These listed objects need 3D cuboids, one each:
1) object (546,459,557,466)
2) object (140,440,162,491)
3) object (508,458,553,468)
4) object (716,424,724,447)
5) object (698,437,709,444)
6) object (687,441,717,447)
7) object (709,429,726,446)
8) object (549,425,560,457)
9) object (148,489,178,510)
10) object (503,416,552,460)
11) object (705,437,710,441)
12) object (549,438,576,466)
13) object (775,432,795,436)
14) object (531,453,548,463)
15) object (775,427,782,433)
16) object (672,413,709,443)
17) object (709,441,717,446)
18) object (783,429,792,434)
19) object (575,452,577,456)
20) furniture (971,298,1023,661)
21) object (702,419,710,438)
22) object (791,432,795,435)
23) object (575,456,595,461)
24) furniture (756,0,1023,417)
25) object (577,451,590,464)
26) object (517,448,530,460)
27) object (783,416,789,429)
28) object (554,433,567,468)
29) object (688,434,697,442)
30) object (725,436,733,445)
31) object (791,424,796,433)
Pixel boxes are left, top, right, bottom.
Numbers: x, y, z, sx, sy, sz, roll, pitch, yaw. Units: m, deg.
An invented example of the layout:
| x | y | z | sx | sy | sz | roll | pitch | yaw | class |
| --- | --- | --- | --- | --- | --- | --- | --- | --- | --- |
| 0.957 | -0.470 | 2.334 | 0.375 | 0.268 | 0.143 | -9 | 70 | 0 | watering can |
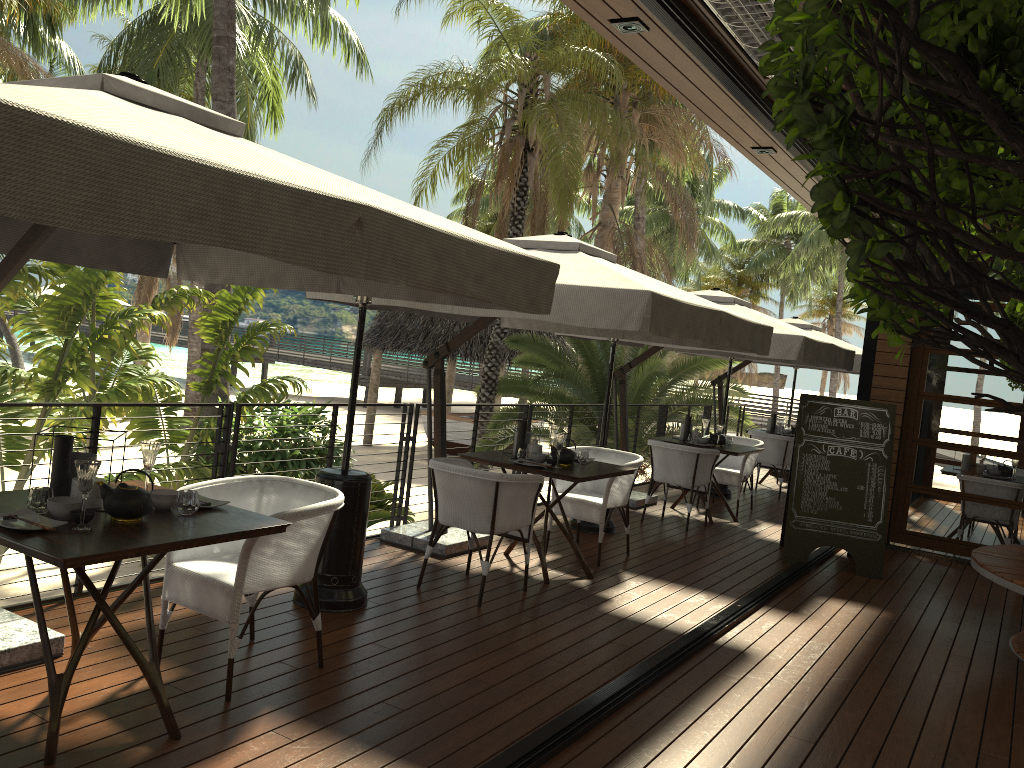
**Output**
| x | y | z | sx | sy | sz | roll | pitch | yaw | class |
| --- | --- | --- | --- | --- | --- | --- | --- | --- | --- |
| 0.264 | 0.525 | 5.900 | 0.080 | 0.042 | 0.080 | 6 | 2 | -8 | object |
| -1.431 | 0.340 | 3.488 | 0.082 | 0.227 | 0.082 | 8 | 2 | 32 | object |
| 0.140 | 0.524 | 5.790 | 0.295 | 0.025 | 0.170 | 8 | 3 | 31 | object |
| 2.037 | 0.508 | 8.726 | 0.082 | 0.227 | 0.082 | 8 | 2 | 32 | object |
| 1.909 | 0.572 | 8.851 | 0.116 | 0.065 | 0.116 | 8 | 3 | 35 | object |
| 1.867 | 0.594 | 8.692 | 0.295 | 0.025 | 0.170 | 8 | 3 | 31 | object |
| 2.084 | 0.530 | 8.956 | 0.168 | 0.179 | 0.163 | 8 | 2 | 29 | object |
| 0.291 | 0.410 | 6.381 | 0.082 | 0.227 | 0.082 | 8 | 2 | 32 | object |
| -1.323 | 0.443 | 3.368 | 0.116 | 0.065 | 0.116 | 8 | 3 | 29 | object |
| 0.106 | 0.382 | 6.205 | 0.263 | 0.264 | 0.264 | 6 | 2 | -14 | object |
| 2.040 | 0.582 | 9.214 | 0.080 | 0.042 | 0.080 | 8 | 2 | 22 | object |
| 0.357 | 0.460 | 6.050 | 0.163 | 0.179 | 0.168 | 8 | 2 | 33 | object |
| 3.611 | 0.665 | 11.621 | 0.295 | 0.025 | 0.170 | 8 | 3 | 31 | object |
| 0.181 | 0.502 | 5.949 | 0.116 | 0.065 | 0.116 | 8 | 3 | 29 | object |
| 3.550 | 0.618 | 11.818 | 0.086 | 0.086 | 0.086 | 8 | 2 | 35 | object |
| 1.834 | 0.452 | 9.107 | 0.263 | 0.264 | 0.264 | 6 | 2 | -14 | object |
| 1.992 | 0.595 | 8.802 | 0.080 | 0.042 | 0.080 | 8 | 2 | 22 | object |
| 3.652 | 0.643 | 11.780 | 0.116 | 0.065 | 0.116 | 8 | 3 | 35 | object |
| 0.399 | 0.513 | 6.261 | 0.116 | 0.065 | 0.116 | 8 | 3 | 29 | object |
| 4.202 | 0.447 | 5.039 | 2.569 | 2.721 | 2.721 | 6 | 2 | -4 | furniture |
| 2.018 | 0.481 | 9.283 | 0.082 | 0.227 | 0.082 | 8 | 2 | 32 | object |
| 3.735 | 0.666 | 11.731 | 0.080 | 0.042 | 0.080 | 7 | 2 | -1 | object |
| 0.436 | 0.530 | 6.421 | 0.295 | 0.025 | 0.170 | 8 | 3 | 31 | object |
| 1.494 | 0.331 | 0.624 | 2.618 | 2.721 | 2.694 | 7 | 2 | 21 | furniture |
| 0.503 | 0.516 | 6.219 | 0.086 | 0.086 | 0.086 | 8 | 2 | 35 | object |
| 0.079 | 0.477 | 5.987 | 0.086 | 0.086 | 0.086 | 8 | 2 | 35 | object |
| 3.762 | 0.552 | 12.212 | 0.082 | 0.227 | 0.082 | 8 | 2 | 32 | object |
| 0.310 | 0.437 | 5.824 | 0.082 | 0.227 | 0.082 | 7 | 2 | 20 | object |
| 1.806 | 0.547 | 8.889 | 0.086 | 0.086 | 0.086 | 8 | 2 | 35 | object |
| 2.231 | 0.586 | 9.121 | 0.086 | 0.086 | 0.086 | 8 | 2 | 35 | object |
| 3.827 | 0.601 | 11.885 | 0.168 | 0.179 | 0.163 | 8 | 2 | 29 | object |
